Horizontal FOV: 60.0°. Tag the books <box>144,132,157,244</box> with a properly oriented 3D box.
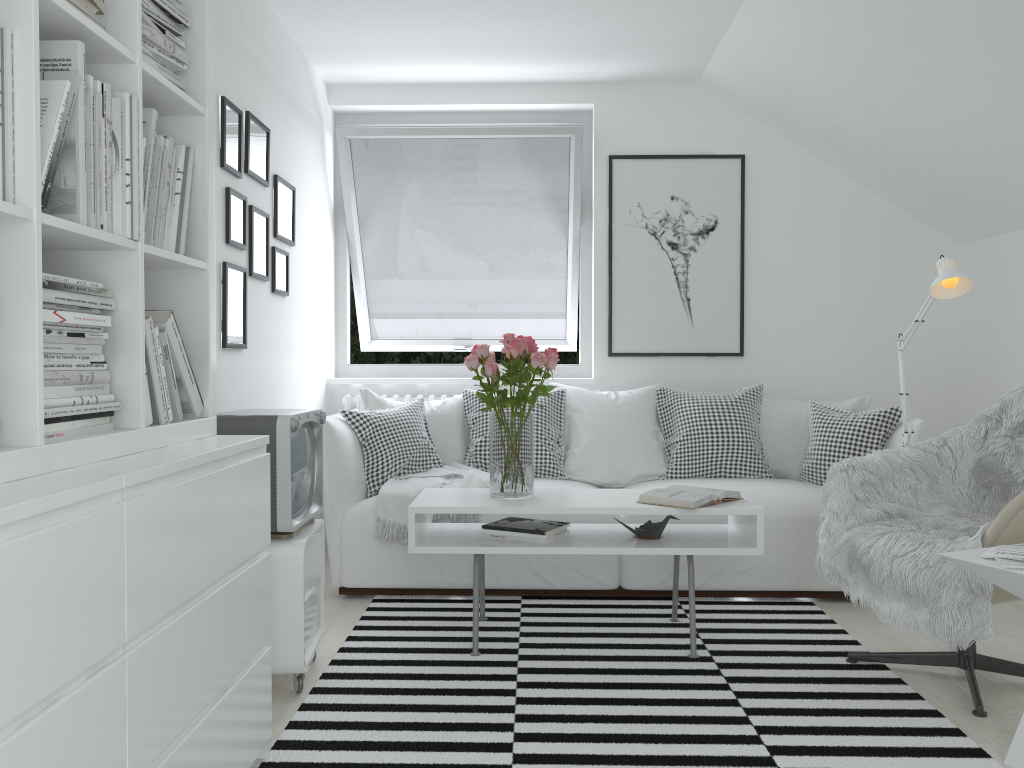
[{"bbox_3d":[-0.903,-0.435,1.990,0.182,0.282,0.090,0,1,1],"label":"books"}]

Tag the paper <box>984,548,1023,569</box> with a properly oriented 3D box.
[{"bbox_3d":[1.339,0.428,2.149,0.312,0.015,0.205,0,1,16],"label":"paper"}]

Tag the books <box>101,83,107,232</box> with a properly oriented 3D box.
[{"bbox_3d":[-0.874,-0.433,1.712,0.182,0.288,0.016,0,1,1],"label":"books"}]

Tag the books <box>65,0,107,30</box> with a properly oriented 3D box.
[{"bbox_3d":[-0.921,-0.670,1.608,0.288,0.016,0.182,0,1,1],"label":"books"}]

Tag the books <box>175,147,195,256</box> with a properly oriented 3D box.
[{"bbox_3d":[-0.871,-0.439,2.146,0.182,0.282,0.090,0,1,1],"label":"books"}]

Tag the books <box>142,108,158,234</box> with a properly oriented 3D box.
[{"bbox_3d":[-0.888,-0.455,1.962,0.176,0.325,0.109,0,1,1],"label":"books"}]

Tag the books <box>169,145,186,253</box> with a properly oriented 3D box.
[{"bbox_3d":[-0.888,-0.439,2.130,0.182,0.282,0.090,0,1,1],"label":"books"}]

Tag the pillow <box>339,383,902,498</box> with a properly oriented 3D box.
[{"bbox_3d":[0.469,0.257,4.190,2.488,0.513,0.676,0,1,3],"label":"pillow"}]

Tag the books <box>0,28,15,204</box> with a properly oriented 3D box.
[{"bbox_3d":[-0.890,-0.422,1.422,0.182,0.288,0.016,0,1,1],"label":"books"}]

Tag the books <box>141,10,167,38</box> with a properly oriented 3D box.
[{"bbox_3d":[-0.881,-0.802,2.001,0.161,0.012,0.254,0,1,-4],"label":"books"}]

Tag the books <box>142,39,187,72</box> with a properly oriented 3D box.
[{"bbox_3d":[-0.901,-0.761,2.017,0.182,0.016,0.288,0,1,11],"label":"books"}]

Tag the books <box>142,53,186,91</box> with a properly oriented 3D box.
[{"bbox_3d":[-0.886,-0.714,2.009,0.174,0.021,0.273,0,1,6],"label":"books"}]

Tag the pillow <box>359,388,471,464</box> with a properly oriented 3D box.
[{"bbox_3d":[-0.469,0.261,4.379,0.617,0.491,0.321,-1,2,-25],"label":"pillow"}]

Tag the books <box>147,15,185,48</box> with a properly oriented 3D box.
[{"bbox_3d":[-0.886,-0.815,2.012,0.159,0.012,0.285,0,1,6],"label":"books"}]

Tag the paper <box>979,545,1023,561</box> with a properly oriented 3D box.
[{"bbox_3d":[1.340,0.424,2.150,0.205,0.024,0.312,-1,2,-39],"label":"paper"}]

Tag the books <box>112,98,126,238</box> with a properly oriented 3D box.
[{"bbox_3d":[-0.857,-0.427,1.758,0.174,0.273,0.021,0,1,1],"label":"books"}]

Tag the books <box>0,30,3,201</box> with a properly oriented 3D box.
[{"bbox_3d":[-0.901,-0.423,1.407,0.182,0.288,0.016,0,1,1],"label":"books"}]

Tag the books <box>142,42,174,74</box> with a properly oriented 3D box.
[{"bbox_3d":[-0.903,-0.745,2.007,0.182,0.016,0.288,0,1,-4],"label":"books"}]

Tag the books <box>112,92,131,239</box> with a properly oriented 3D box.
[{"bbox_3d":[-0.856,-0.436,1.777,0.182,0.288,0.016,0,1,1],"label":"books"}]

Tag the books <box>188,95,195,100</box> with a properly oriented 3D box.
[{"bbox_3d":[-0.874,-0.680,2.016,0.182,0.016,0.288,0,1,6],"label":"books"}]

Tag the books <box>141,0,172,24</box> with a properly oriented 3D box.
[{"bbox_3d":[-0.890,-0.841,1.994,0.167,0.017,0.263,0,1,1],"label":"books"}]

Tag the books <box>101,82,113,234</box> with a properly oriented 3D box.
[{"bbox_3d":[-0.873,-0.437,1.735,0.180,0.296,0.028,0,1,1],"label":"books"}]

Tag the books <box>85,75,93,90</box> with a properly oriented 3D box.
[{"bbox_3d":[-0.860,-0.430,1.652,0.159,0.285,0.012,0,1,1],"label":"books"}]

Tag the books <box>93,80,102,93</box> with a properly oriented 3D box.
[{"bbox_3d":[-0.875,-0.433,1.697,0.182,0.288,0.016,0,1,1],"label":"books"}]

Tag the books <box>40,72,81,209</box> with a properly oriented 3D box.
[{"bbox_3d":[-0.854,-0.424,1.531,0.159,0.263,0.131,0,1,1],"label":"books"}]

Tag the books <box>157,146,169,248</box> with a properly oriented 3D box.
[{"bbox_3d":[-0.888,-0.424,2.043,0.167,0.258,0.085,0,1,1],"label":"books"}]

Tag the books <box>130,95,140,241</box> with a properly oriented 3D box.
[{"bbox_3d":[-0.845,-0.435,1.793,0.182,0.288,0.016,0,1,1],"label":"books"}]

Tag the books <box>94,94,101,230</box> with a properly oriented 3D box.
[{"bbox_3d":[-0.854,-0.415,1.665,0.161,0.254,0.012,0,1,1],"label":"books"}]

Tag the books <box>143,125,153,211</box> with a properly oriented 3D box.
[{"bbox_3d":[-0.879,-0.433,1.936,0.159,0.278,0.085,0,1,1],"label":"books"}]

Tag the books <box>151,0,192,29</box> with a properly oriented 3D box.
[{"bbox_3d":[-0.887,-0.875,2.008,0.176,0.025,0.331,0,1,6],"label":"books"}]

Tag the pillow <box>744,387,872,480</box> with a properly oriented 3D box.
[{"bbox_3d":[1.410,0.267,4.292,0.623,0.498,0.333,1,2,35],"label":"pillow"}]

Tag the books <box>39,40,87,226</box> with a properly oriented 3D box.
[{"bbox_3d":[-0.862,-0.452,1.608,0.176,0.331,0.025,0,1,1],"label":"books"}]

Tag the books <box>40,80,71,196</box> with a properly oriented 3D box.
[{"bbox_3d":[-0.858,-0.415,1.513,0.161,0.235,0.118,0,1,1],"label":"books"}]

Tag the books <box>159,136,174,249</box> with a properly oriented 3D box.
[{"bbox_3d":[-0.900,-0.443,2.088,0.180,0.293,0.103,0,1,1],"label":"books"}]

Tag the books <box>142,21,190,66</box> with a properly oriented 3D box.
[{"bbox_3d":[-0.887,-0.782,2.011,0.180,0.028,0.296,0,1,6],"label":"books"}]

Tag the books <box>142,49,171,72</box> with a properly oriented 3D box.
[{"bbox_3d":[-0.888,-0.732,1.999,0.161,0.013,0.254,0,1,1],"label":"books"}]

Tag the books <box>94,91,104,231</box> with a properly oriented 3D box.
[{"bbox_3d":[-0.862,-0.420,1.680,0.167,0.263,0.017,0,1,1],"label":"books"}]

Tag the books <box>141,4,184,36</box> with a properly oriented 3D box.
[{"bbox_3d":[-0.880,-0.826,1.990,0.161,0.013,0.256,0,1,11],"label":"books"}]

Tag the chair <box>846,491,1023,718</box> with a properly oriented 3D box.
[{"bbox_3d":[1.514,0.466,2.862,0.776,0.941,0.719,-1,2,-24],"label":"chair"}]

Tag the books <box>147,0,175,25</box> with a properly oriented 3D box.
[{"bbox_3d":[-0.888,-0.856,1.996,0.161,0.013,0.254,0,1,1],"label":"books"}]

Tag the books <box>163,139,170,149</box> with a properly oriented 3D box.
[{"bbox_3d":[-0.901,-0.436,2.064,0.182,0.282,0.090,0,1,1],"label":"books"}]

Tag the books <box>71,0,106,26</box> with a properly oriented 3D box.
[{"bbox_3d":[-0.927,-0.686,1.623,0.288,0.016,0.182,0,1,-4],"label":"books"}]

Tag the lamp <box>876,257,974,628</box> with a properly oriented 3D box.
[{"bbox_3d":[1.506,0.240,3.270,0.196,1.373,0.527,0,1,6],"label":"lamp"}]

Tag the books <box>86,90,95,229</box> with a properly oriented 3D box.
[{"bbox_3d":[-0.852,-0.415,1.640,0.161,0.256,0.013,0,1,1],"label":"books"}]

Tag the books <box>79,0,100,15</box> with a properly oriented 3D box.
[{"bbox_3d":[-0.929,-0.704,1.619,0.273,0.021,0.174,0,1,1],"label":"books"}]

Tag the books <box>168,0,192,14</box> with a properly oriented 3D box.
[{"bbox_3d":[-0.877,-0.894,2.009,0.159,0.012,0.285,0,1,11],"label":"books"}]

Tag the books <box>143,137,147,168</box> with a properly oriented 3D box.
[{"bbox_3d":[-0.884,-0.415,1.919,0.161,0.248,0.077,0,1,1],"label":"books"}]

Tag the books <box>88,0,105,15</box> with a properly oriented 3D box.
[{"bbox_3d":[-0.925,-0.729,1.619,0.296,0.028,0.180,0,1,-9],"label":"books"}]

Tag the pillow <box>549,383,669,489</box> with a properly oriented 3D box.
[{"bbox_3d":[0.478,0.252,4.330,0.599,0.505,0.391,0,1,2],"label":"pillow"}]

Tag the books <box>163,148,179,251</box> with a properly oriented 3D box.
[{"bbox_3d":[-0.895,-0.431,2.109,0.174,0.269,0.091,0,1,1],"label":"books"}]
